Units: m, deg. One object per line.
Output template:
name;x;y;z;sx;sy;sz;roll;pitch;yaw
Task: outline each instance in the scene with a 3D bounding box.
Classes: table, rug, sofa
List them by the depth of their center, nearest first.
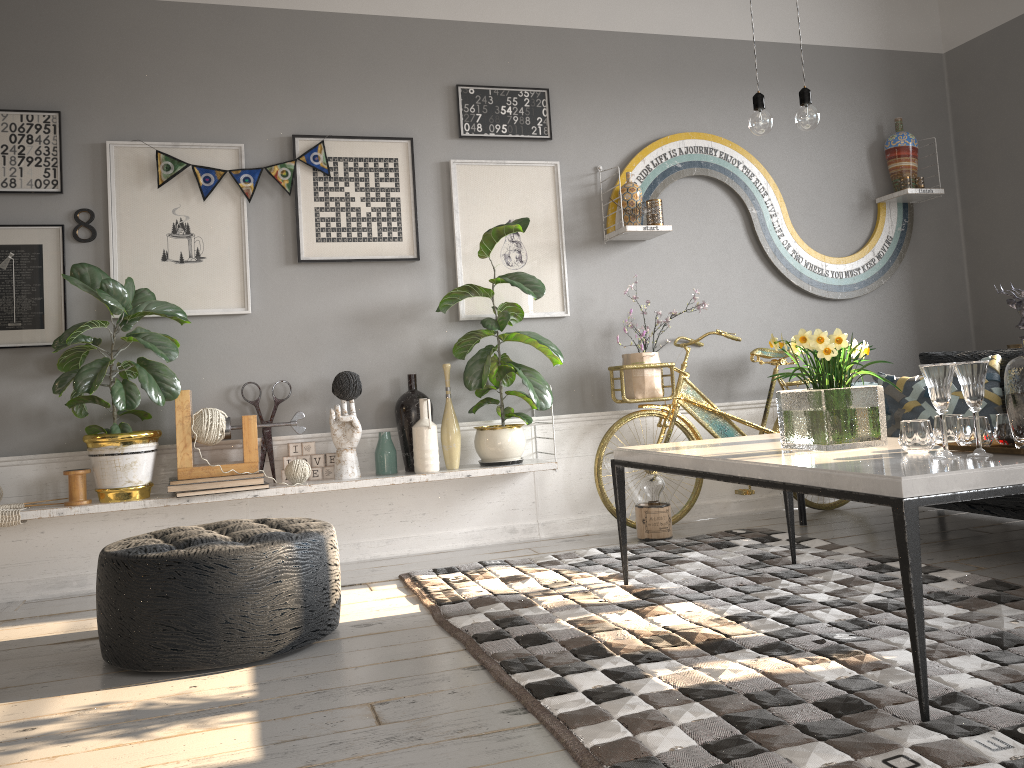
table;0.934;0.444;2.578;0.733;0.513;1.450;-3;-1;-18
rug;0.732;0.699;2.726;1.771;0.034;2.516;-4;0;-18
sofa;2.092;0.238;3.395;0.971;0.801;2.331;-3;-1;-18

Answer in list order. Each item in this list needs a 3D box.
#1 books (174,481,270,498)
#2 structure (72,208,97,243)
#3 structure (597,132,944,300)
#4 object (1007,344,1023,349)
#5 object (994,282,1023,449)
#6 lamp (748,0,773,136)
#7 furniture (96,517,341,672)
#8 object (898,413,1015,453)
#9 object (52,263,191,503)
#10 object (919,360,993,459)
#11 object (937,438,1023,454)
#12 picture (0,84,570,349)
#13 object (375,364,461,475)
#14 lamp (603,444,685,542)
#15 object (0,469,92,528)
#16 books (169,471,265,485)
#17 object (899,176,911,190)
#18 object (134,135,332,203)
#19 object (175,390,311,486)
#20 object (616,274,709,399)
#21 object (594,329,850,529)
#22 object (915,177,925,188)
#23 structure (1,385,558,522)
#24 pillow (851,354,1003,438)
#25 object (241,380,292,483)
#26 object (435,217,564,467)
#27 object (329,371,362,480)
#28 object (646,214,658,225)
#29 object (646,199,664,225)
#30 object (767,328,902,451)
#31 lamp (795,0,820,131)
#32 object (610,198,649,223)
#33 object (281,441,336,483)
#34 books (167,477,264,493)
books;-1.246;0.445;3.785;0.368;0.021;0.295;-4;0;-23
structure;-2.176;-0.619;3.777;0.740;0.264;0.024;-3;-4;-18
structure;1.464;-0.934;4.815;2.024;0.960;0.265;-3;-4;-18
object;2.663;-0.129;4.614;0.141;0.161;0.138;-5;-3;20
object;1.285;-0.050;2.154;0.156;0.419;0.147;-4;-4;2
lamp;0.282;-1.508;2.287;0.074;1.543;1.396;-7;-4;41
furniture;-0.921;0.641;2.824;0.736;0.358;0.732;-3;-1;-31
object;1.173;0.129;2.292;0.279;0.088;0.245;-3;-1;-40
object;-1.610;-0.006;3.649;0.510;0.968;0.543;-2;-4;-32
object;1.076;0.061;2.133;0.168;0.228;0.082;-3;-4;-6
object;1.268;0.153;2.197;0.247;0.015;0.317;-4;0;-18
picture;-2.607;-0.712;1.536;7.299;1.803;4.023;-4;-1;-18
object;-0.440;0.160;4.068;0.330;0.490;0.285;-6;-4;33
lamp;0.652;0.505;4.138;0.432;0.439;0.431;-4;-2;13
object;-2.096;0.414;3.524;0.785;0.308;0.327;-3;-2;-17
books;-1.265;0.399;3.789;0.379;0.017;0.228;-4;0;-21
object;2.228;-1.131;5.009;0.060;0.079;0.059;-2;-3;-29
object;-1.261;-0.994;4.073;0.915;0.341;0.057;-3;-4;-18
object;-1.158;0.233;3.833;0.546;0.442;0.237;-3;-3;-18
object;0.768;-0.245;4.437;0.488;0.644;0.252;-4;-4;0
object;1.175;0.210;4.546;1.627;0.974;0.424;-3;-4;-26
object;2.303;-1.135;4.998;0.050;0.058;0.050;-2;-3;-28
structure;-1.148;0.261;3.864;2.778;0.489;0.306;-4;-3;-18
pillow;1.842;0.078;3.981;0.444;0.363;0.795;-2;-2;-36
object;-1.102;0.217;4.005;0.222;0.466;0.019;-3;-4;-18
object;-0.049;-0.197;4.190;0.566;1.155;0.415;-5;-4;22
object;-0.744;0.183;3.985;0.155;0.485;0.135;-2;-4;-18
object;0.730;-0.837;4.589;0.062;0.082;0.062;-1;-4;-42
object;0.728;-0.865;4.510;0.086;0.140;0.085;-2;-4;-25
object;0.931;0.010;2.612;0.325;0.352;0.350;-3;-2;-16
lamp;0.419;-1.517;2.268;0.074;1.543;1.396;-7;-4;41
object;0.592;-0.868;4.452;0.197;0.166;0.060;-4;-4;16
object;-0.911;0.348;4.015;0.265;0.174;0.078;-3;-4;-12
books;-1.258;0.421;3.778;0.384;0.029;0.259;-4;0;-17
